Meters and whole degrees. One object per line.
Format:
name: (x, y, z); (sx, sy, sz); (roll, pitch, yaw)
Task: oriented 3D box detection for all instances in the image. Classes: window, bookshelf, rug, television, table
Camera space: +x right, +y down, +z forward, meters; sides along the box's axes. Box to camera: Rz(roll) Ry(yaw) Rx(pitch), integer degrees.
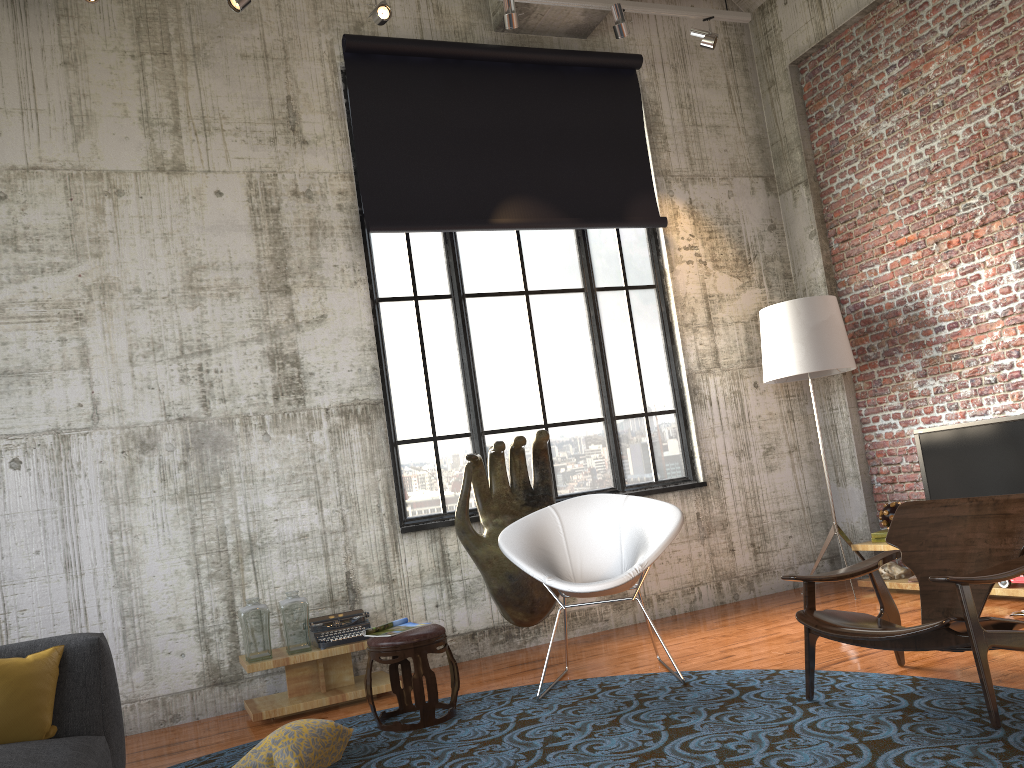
window: (0.108, -0.741, 6.813); (2.576, 3.426, 0.051); (-6, -5, -23)
bookshelf: (3.571, 1.059, 5.048); (0.547, 0.358, 3.861); (-5, -7, -23)
rug: (-0.058, 1.475, 2.703); (4.856, 0.009, 4.851); (-11, -7, 23)
television: (3.208, 0.624, 5.851); (0.285, 0.791, 1.094); (-4, -7, -36)
table: (-1.169, 1.777, 5.402); (0.874, 0.358, 0.477); (-5, -7, -23)

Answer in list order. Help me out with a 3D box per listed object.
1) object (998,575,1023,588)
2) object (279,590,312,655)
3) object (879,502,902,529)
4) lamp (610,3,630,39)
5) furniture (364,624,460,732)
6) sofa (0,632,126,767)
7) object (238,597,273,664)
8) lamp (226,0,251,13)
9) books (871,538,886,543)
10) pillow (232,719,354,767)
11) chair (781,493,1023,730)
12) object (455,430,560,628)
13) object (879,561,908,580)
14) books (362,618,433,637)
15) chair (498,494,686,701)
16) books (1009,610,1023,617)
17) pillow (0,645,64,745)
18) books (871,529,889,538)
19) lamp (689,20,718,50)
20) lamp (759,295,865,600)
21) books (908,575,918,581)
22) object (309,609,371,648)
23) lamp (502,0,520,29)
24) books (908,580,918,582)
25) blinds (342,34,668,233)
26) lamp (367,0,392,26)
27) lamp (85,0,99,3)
object: (3.269, 1.159, 5.464); (0.243, 0.173, 0.602); (-4, -8, -31)
object: (-1.290, 1.419, 5.287); (0.163, 0.360, 0.163); (-6, -6, -20)
object: (2.860, 0.987, 6.616); (0.216, 0.207, 0.216); (-4, -7, -34)
lamp: (0.743, -2.464, 6.071); (0.102, 0.250, 0.165); (-10, -6, 22)
furniture: (-0.533, 1.537, 4.695); (0.433, 0.476, 0.432); (-10, -6, 22)
sofa: (-1.600, 1.162, 1.812); (1.360, 0.858, 3.016); (-6, -7, -21)
object: (-1.502, 1.438, 5.196); (0.163, 0.360, 0.163); (-6, -6, -25)
lamp: (-1.577, -2.244, 5.110); (0.182, 0.240, 0.102); (-5, -6, -28)
books: (2.878, 1.140, 6.587); (0.243, 0.036, 0.303); (-4, -8, -31)
pillow: (-0.981, 1.674, 4.066); (0.482, 0.246, 0.503); (-12, -8, 33)
chair: (1.815, 0.944, 3.863); (1.042, 0.791, 0.879); (-4, -7, -33)
object: (-0.015, 0.993, 5.891); (0.727, 1.292, 0.458); (-7, -5, -11)
object: (2.806, 1.381, 6.583); (0.183, 0.133, 0.275); (-7, -7, -14)
books: (-0.609, 1.296, 4.729); (0.229, 0.043, 0.300); (-14, -9, 40)
chair: (0.484, 1.148, 5.011); (1.059, 1.027, 0.808); (-10, -6, 16)
books: (3.009, 1.257, 4.872); (0.300, 0.049, 0.424); (-7, -7, -8)
pillow: (-1.646, 1.024, 2.885); (0.169, 0.318, 0.434); (-13, -8, 41)
books: (2.873, 1.104, 6.590); (0.243, 0.037, 0.303); (-2, -9, -43)
lamp: (1.409, -2.513, 6.409); (0.226, 0.214, 0.102); (-10, -6, 18)
lamp: (2.389, 0.483, 6.828); (0.694, 2.237, 0.709); (-8, -5, -1)
books: (2.934, 1.367, 6.289); (0.167, 0.021, 0.210); (-14, -9, 41)
object: (-1.050, 1.508, 5.465); (0.423, 0.152, 0.383); (-5, -7, -23)
lamp: (-0.012, -2.395, 5.745); (0.102, 0.250, 0.165); (-8, -5, 2)
books: (2.939, 1.388, 6.296); (0.211, 0.020, 0.162); (-13, -8, 34)
blinds: (0.013, -1.875, 6.747); (2.440, 1.460, 0.151); (-5, -6, -23)
lamp: (-0.814, -2.311, 5.459); (0.102, 0.210, 0.262); (-5, -7, -28)
lamp: (-2.296, -2.171, 4.837); (0.102, 0.227, 0.199); (-7, -6, -13)
